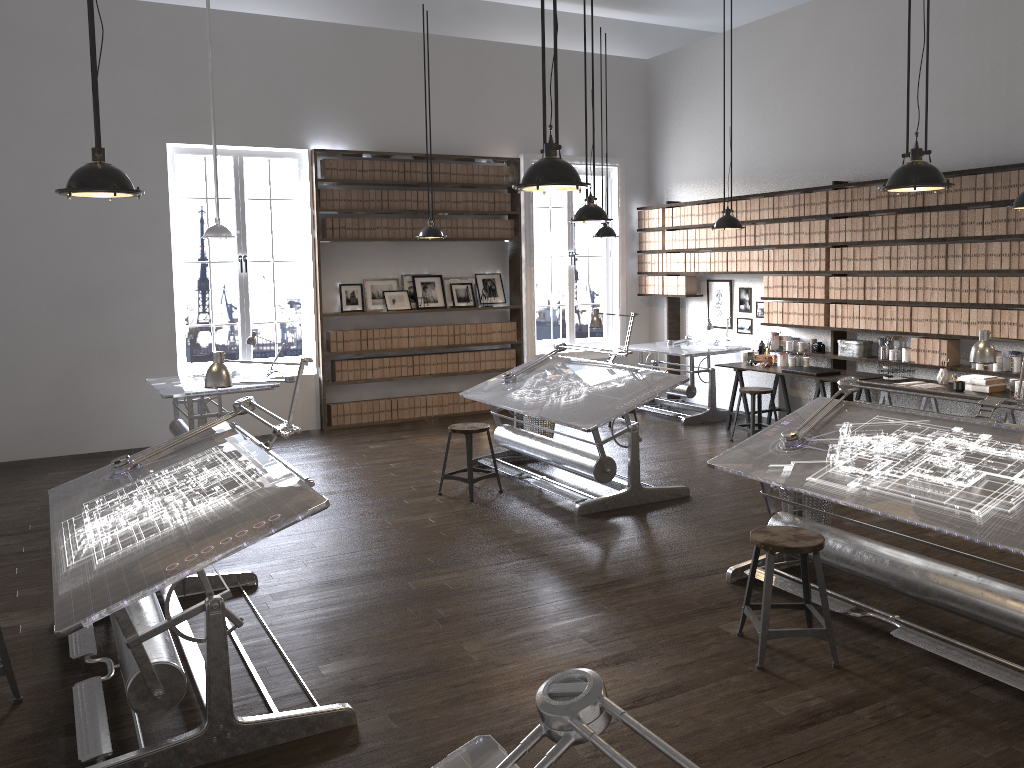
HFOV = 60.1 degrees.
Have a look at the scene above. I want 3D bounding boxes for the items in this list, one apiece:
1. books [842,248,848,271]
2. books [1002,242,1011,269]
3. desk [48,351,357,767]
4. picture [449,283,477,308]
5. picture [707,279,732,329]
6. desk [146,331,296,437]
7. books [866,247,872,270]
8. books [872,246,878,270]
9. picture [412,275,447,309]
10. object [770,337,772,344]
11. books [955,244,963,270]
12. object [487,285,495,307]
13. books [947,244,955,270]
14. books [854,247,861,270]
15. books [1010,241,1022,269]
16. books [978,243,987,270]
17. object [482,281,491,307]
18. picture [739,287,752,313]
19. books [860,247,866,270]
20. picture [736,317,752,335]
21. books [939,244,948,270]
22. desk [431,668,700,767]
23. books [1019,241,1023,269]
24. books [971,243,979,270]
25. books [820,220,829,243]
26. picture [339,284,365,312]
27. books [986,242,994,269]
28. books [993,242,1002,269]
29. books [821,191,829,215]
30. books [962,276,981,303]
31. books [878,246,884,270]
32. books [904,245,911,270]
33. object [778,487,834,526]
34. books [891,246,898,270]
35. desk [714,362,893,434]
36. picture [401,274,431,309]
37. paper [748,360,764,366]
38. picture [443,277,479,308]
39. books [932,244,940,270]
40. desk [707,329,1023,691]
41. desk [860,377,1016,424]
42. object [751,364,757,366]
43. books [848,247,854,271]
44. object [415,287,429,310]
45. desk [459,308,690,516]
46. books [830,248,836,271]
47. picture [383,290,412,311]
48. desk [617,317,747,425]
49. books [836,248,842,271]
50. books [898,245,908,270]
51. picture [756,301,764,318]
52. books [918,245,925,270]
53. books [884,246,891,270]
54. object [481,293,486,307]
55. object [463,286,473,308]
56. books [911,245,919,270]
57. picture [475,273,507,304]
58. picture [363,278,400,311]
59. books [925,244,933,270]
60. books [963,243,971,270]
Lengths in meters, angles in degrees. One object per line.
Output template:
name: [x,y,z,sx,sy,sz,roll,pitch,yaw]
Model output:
books: [3.245,-1.192,8.471,0.175,0.225,0.067,-4,6,-28]
books: [3.991,-1.021,7.062,0.175,0.225,0.067,-4,6,-28]
desk: [-1.410,0.543,3.859,1.078,1.380,2.076,-4,7,-28]
picture: [-0.579,-1.045,10.449,0.290,0.289,0.127,-4,6,-28]
picture: [2.433,-0.936,10.375,0.040,0.572,0.416,-4,6,-28]
desk: [-2.504,0.151,7.752,1.173,1.184,1.273,-4,7,-28]
books: [3.371,-1.162,8.222,0.175,0.225,0.067,-4,6,-28]
books: [3.407,-1.155,8.165,0.175,0.224,0.067,-4,6,-28]
picture: [-0.952,-1.061,10.238,0.374,0.390,0.149,-4,6,-28]
object: [2.658,-0.391,9.133,0.006,0.192,0.055,-4,5,-29]
books: [3.799,-1.065,7.425,0.174,0.225,0.067,-4,6,-28]
object: [-0.251,-1.046,10.517,0.111,0.261,0.040,-4,5,-28]
books: [3.769,-1.073,7.490,0.175,0.225,0.067,-4,6,-28]
books: [3.311,-1.177,8.346,0.174,0.225,0.067,-4,6,-28]
books: [4.028,-1.014,7.002,0.175,0.225,0.067,-4,6,-28]
books: [3.895,-1.043,7.240,0.175,0.225,0.067,-4,6,-28]
object: [-0.299,-1.058,10.459,0.118,0.303,0.040,-4,5,-28]
picture: [2.638,-0.949,10.008,0.022,0.283,0.202,-4,6,-28]
books: [3.345,-1.169,8.284,0.175,0.225,0.067,-4,6,-28]
picture: [2.638,-0.659,10.040,0.023,0.182,0.252,-4,7,-28]
books: [3.729,-1.081,7.553,0.175,0.225,0.067,-4,6,-28]
desk: [0.153,0.956,0.483,1.078,1.380,2.076,-4,7,-28]
books: [4.062,-1.007,6.942,0.174,0.225,0.067,-4,6,-28]
books: [3.869,-1.050,7.302,0.175,0.225,0.067,-4,6,-28]
books: [3.110,-1.493,8.681,0.175,0.225,0.067,-4,6,-28]
picture: [-1.786,-0.959,9.875,0.267,0.314,0.058,-4,6,-28]
books: [3.931,-1.036,7.183,0.175,0.224,0.067,-4,6,-28]
books: [3.959,-1.029,7.127,0.175,0.224,0.067,-4,6,-28]
books: [3.107,-1.767,8.652,0.175,0.225,0.067,-4,6,-28]
books: [3.839,-0.783,7.392,0.175,0.224,0.067,-4,6,-28]
books: [3.435,-1.148,8.109,0.175,0.224,0.067,-4,6,-28]
books: [3.568,-1.118,7.860,0.174,0.225,0.067,-4,6,-28]
object: [1.773,0.793,5.318,0.353,0.376,0.355,-2,6,-6]
books: [3.504,-1.133,7.984,0.175,0.225,0.067,-4,6,-28]
desk: [2.795,0.192,8.664,0.656,0.666,1.674,-4,8,-28]
picture: [-1.087,-1.064,10.225,0.370,0.404,0.091,-4,6,-28]
paper: [2.495,-0.213,9.090,0.138,0.038,0.155,-8,10,-42]
picture: [-0.610,-1.083,10.477,0.434,0.359,0.095,-4,6,-28]
books: [3.699,-1.089,7.621,0.175,0.224,0.067,-4,6,-28]
desk: [2.019,0.431,4.193,1.078,1.380,2.076,-4,7,-28]
desk: [3.624,0.380,7.110,0.656,0.666,1.674,-4,8,-28]
object: [2.476,-0.197,9.050,0.006,0.006,0.157,4,9,41]
books: [3.274,-1.184,8.407,0.174,0.225,0.067,-4,6,-28]
object: [-1.022,-0.970,10.053,0.175,0.259,0.040,-4,5,-28]
desk: [0.443,0.074,7.145,1.078,1.380,2.288,-4,7,-28]
books: [3.175,-1.208,8.603,0.175,0.224,0.067,-4,6,-28]
picture: [-1.297,-0.944,10.031,0.300,0.228,0.145,-5,6,-28]
desk: [1.995,-0.197,10.071,1.072,1.093,1.273,-4,7,-28]
books: [3.205,-1.200,8.535,0.175,0.225,0.067,-4,6,-28]
books: [3.538,-1.126,7.924,0.174,0.225,0.067,-4,6,-28]
picture: [2.779,-0.817,9.753,0.023,0.182,0.252,-4,7,-28]
books: [3.633,-1.102,7.731,0.175,0.225,0.067,-4,6,-28]
books: [3.467,-1.140,8.044,0.175,0.225,0.067,-4,6,-28]
object: [-0.334,-0.981,10.405,0.066,0.165,0.040,-4,5,-28]
object: [-0.518,-1.016,10.335,0.124,0.259,0.040,-4,5,-28]
books: [3.599,-1.110,7.795,0.175,0.225,0.067,-4,6,-28]
picture: [-0.257,-1.145,10.629,0.343,0.363,0.161,-4,6,-28]
picture: [-1.464,-1.010,10.022,0.416,0.364,0.083,-4,6,-28]
books: [3.666,-1.096,7.678,0.175,0.224,0.067,-4,6,-28]
books: [3.836,-1.058,7.364,0.174,0.225,0.067,-4,6,-28]
